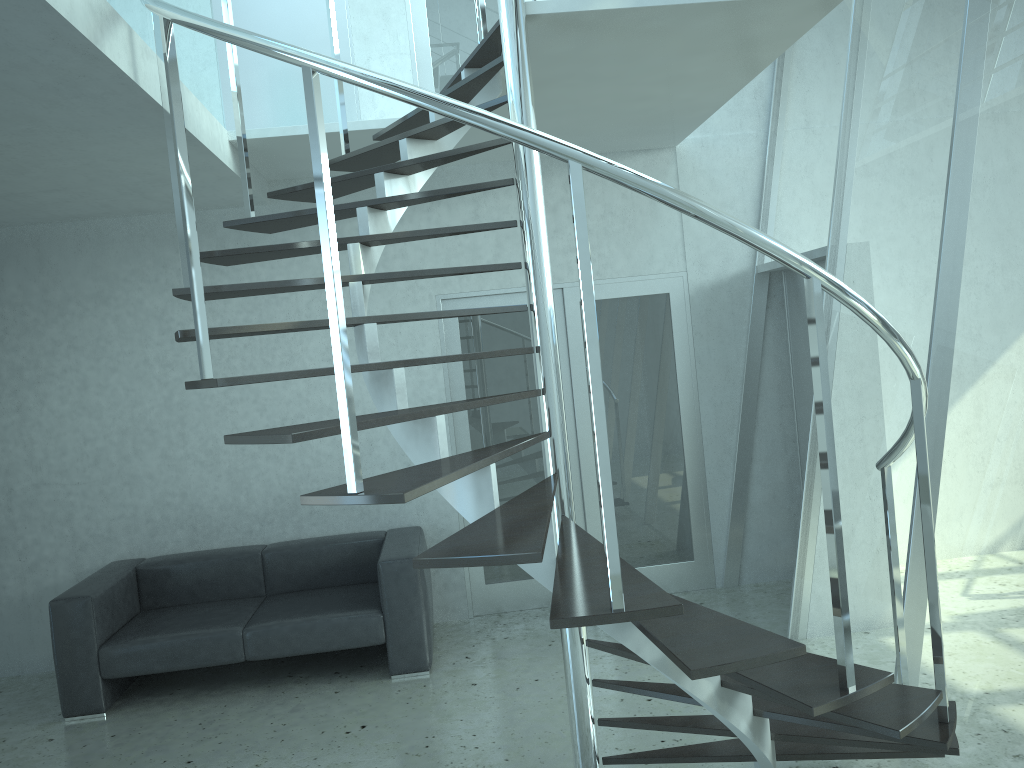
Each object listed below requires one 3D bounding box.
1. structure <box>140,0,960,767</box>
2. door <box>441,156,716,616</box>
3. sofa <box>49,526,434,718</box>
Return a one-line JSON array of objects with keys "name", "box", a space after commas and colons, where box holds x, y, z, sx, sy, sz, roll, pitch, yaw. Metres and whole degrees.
[{"name": "structure", "box": [0.011, -0.496, 3.891, 2.655, 4.156, 3.780, -6, 2, -5]}, {"name": "door", "box": [0.881, -0.003, 6.378, 1.162, 3.200, 2.576, -4, 3, 43]}, {"name": "sofa", "box": [-1.490, 1.341, 5.230, 2.025, 0.652, 0.943, -6, 2, -5]}]
